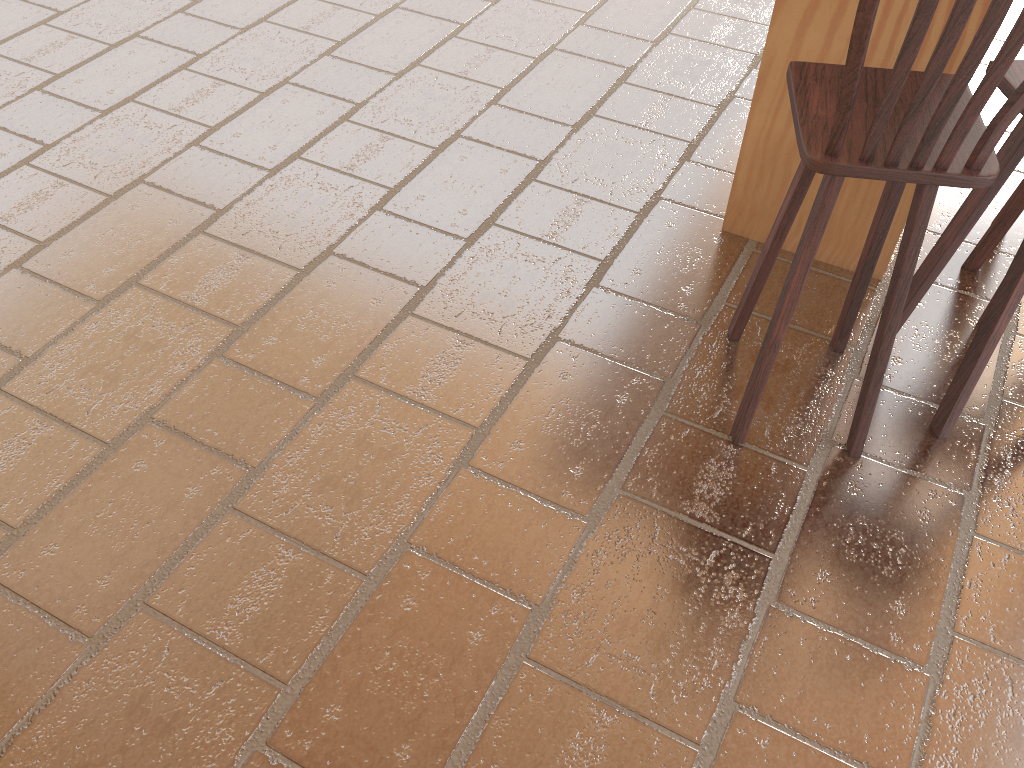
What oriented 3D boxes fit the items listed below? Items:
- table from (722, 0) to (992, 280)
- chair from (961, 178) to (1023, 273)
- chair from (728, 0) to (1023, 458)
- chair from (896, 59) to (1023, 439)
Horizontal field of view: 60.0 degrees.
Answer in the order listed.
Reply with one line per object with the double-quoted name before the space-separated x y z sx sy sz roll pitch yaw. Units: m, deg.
"table" 1.392 -1.727 3.294 1.196 1.257 3.220 22 50 18
"chair" 1.779 -0.813 2.401 0.504 1.319 0.406 30 53 24
"chair" 0.793 -0.418 2.005 0.406 1.319 0.504 7 47 5
"chair" 1.311 -0.453 2.051 0.406 1.319 0.504 -2 47 -3
